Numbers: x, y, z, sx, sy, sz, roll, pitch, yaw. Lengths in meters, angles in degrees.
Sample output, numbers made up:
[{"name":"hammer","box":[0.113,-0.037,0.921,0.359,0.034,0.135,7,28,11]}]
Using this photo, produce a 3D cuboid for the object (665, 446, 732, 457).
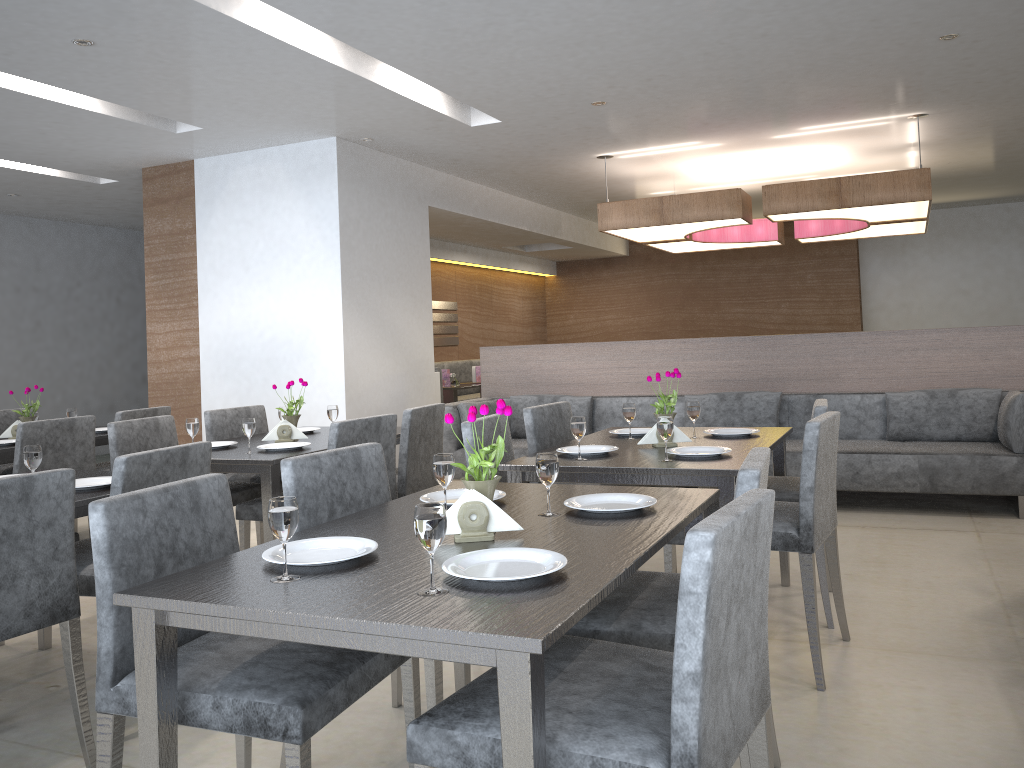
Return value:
[{"name":"object","box":[0.613,0.225,2.907,0.216,0.015,0.217,-1,3,24]}]

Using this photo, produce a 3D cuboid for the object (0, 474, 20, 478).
[{"name":"object","box":[-1.664,0.319,2.910,0.216,0.015,0.217,-1,3,24]}]

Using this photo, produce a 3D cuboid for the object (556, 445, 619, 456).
[{"name":"object","box":[0.262,0.232,3.065,0.216,0.015,0.217,-1,3,24]}]

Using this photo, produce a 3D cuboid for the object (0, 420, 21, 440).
[{"name":"object","box":[-2.551,0.236,4.572,0.203,0.100,0.070,-3,0,-6]}]

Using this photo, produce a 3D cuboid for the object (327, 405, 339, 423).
[{"name":"object","box":[-0.824,0.168,4.071,0.053,0.139,0.053,-2,-1,-18]}]

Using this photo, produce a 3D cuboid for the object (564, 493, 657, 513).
[{"name":"object","box":[0.229,0.280,2.057,0.216,0.015,0.217,-1,3,24]}]

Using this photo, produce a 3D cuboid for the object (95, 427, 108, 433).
[{"name":"object","box":[-2.244,0.254,4.838,0.217,0.015,0.217,-2,3,5]}]

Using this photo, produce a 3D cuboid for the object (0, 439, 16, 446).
[{"name":"object","box":[-2.485,0.288,4.304,0.217,0.015,0.217,-2,3,5]}]

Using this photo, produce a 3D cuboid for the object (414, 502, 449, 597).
[{"name":"object","box":[-0.129,0.262,1.411,0.053,0.139,0.053,-2,-1,-18]}]

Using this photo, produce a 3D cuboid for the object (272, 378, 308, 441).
[{"name":"object","box":[-0.976,0.112,3.934,0.104,0.277,0.154,-3,-1,22]}]

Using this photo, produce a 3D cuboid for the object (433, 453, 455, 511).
[{"name":"object","box":[-0.157,0.234,2.057,0.053,0.139,0.053,-2,-1,-24]}]

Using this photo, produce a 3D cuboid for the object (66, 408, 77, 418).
[{"name":"object","box":[-2.374,0.200,4.770,0.053,0.139,0.053,-2,-1,-18]}]

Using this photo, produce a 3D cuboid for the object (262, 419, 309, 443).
[{"name":"object","box":[-0.994,0.204,3.870,0.203,0.100,0.070,-3,0,-6]}]

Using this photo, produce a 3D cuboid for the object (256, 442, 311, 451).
[{"name":"object","box":[-0.928,0.256,3.602,0.216,0.015,0.217,-1,3,24]}]

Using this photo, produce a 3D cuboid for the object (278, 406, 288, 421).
[{"name":"object","box":[-1.062,0.176,4.126,0.053,0.139,0.053,-2,-1,-18]}]

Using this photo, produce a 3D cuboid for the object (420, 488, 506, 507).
[{"name":"object","box":[-0.123,0.287,2.215,0.216,0.015,0.217,-1,3,24]}]

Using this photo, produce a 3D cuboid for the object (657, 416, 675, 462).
[{"name":"object","box":[0.486,0.173,2.794,0.053,0.139,0.053,-2,-1,-18]}]

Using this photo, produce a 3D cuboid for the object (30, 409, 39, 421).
[{"name":"object","box":[-2.612,0.208,4.825,0.053,0.139,0.053,-2,-1,-18]}]

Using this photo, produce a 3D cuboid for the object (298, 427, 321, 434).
[{"name":"object","box":[-1.039,0.229,4.293,0.217,0.015,0.217,-3,3,-20]}]

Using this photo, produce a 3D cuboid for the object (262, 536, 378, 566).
[{"name":"object","box":[-0.363,0.321,1.682,0.216,0.015,0.217,-1,3,24]}]

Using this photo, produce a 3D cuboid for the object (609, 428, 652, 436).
[{"name":"object","box":[0.503,0.197,3.598,0.216,0.015,0.217,-1,3,24]}]

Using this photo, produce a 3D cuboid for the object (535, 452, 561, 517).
[{"name":"object","box":[0.082,0.226,2.002,0.053,0.139,0.053,-2,-1,-18]}]

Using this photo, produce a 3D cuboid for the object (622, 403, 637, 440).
[{"name":"object","box":[0.458,0.145,3.440,0.053,0.139,0.053,-2,-1,-18]}]

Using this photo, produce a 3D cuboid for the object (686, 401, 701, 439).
[{"name":"object","box":[0.696,0.137,3.385,0.053,0.139,0.053,-2,-1,-18]}]

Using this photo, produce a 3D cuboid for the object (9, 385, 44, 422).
[{"name":"object","box":[-2.533,0.144,4.636,0.104,0.277,0.154,-3,-1,22]}]

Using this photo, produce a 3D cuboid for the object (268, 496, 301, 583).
[{"name":"object","box":[-0.394,0.268,1.531,0.053,0.139,0.053,-2,-1,-24]}]

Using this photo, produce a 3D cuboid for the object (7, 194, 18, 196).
[{"name":"object","box":[-4.365,-1.650,7.729,0.089,0.007,0.089,-3,3,-21]}]

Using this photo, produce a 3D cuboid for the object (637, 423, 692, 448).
[{"name":"object","box":[0.547,0.173,3.175,0.203,0.100,0.070,-3,0,-6]}]

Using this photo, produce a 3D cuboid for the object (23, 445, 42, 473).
[{"name":"object","box":[-1.462,0.258,2.699,0.053,0.139,0.053,-2,-1,-24]}]

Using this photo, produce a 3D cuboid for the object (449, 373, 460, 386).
[{"name":"object","box":[-0.524,-0.041,8.103,0.094,0.126,0.107,-2,0,-23]}]

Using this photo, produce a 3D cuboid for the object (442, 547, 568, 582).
[{"name":"object","box":[-0.012,0.314,1.523,0.216,0.015,0.217,-1,3,24]}]

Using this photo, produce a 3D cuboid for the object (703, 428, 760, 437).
[{"name":"object","box":[0.854,0.190,3.440,0.216,0.015,0.217,-1,3,24]}]

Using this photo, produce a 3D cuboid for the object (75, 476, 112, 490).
[{"name":"object","box":[-1.313,0.311,2.752,0.216,0.015,0.217,-1,3,24]}]

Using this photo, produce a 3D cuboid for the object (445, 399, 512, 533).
[{"name":"object","box":[-0.060,0.170,1.855,0.104,0.277,0.154,-3,-1,22]}]

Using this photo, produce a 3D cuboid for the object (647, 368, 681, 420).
[{"name":"object","box":[0.565,0.081,3.239,0.104,0.277,0.154,-3,-1,22]}]

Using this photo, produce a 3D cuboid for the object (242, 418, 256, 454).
[{"name":"object","box":[-1.034,0.204,3.480,0.053,0.139,0.053,-2,-1,-24]}]

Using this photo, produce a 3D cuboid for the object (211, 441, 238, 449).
[{"name":"object","box":[-1.280,0.263,3.760,0.217,0.015,0.217,-3,3,-20]}]

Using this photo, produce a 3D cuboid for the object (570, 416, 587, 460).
[{"name":"object","box":[0.220,0.179,2.914,0.053,0.139,0.053,-2,-1,-18]}]

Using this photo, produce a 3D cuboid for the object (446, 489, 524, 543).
[{"name":"object","box":[-0.078,0.262,1.792,0.203,0.100,0.070,-3,0,-6]}]

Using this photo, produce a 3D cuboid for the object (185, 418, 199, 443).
[{"name":"object","box":[-1.300,0.210,3.600,0.053,0.139,0.053,-2,-1,-18]}]
